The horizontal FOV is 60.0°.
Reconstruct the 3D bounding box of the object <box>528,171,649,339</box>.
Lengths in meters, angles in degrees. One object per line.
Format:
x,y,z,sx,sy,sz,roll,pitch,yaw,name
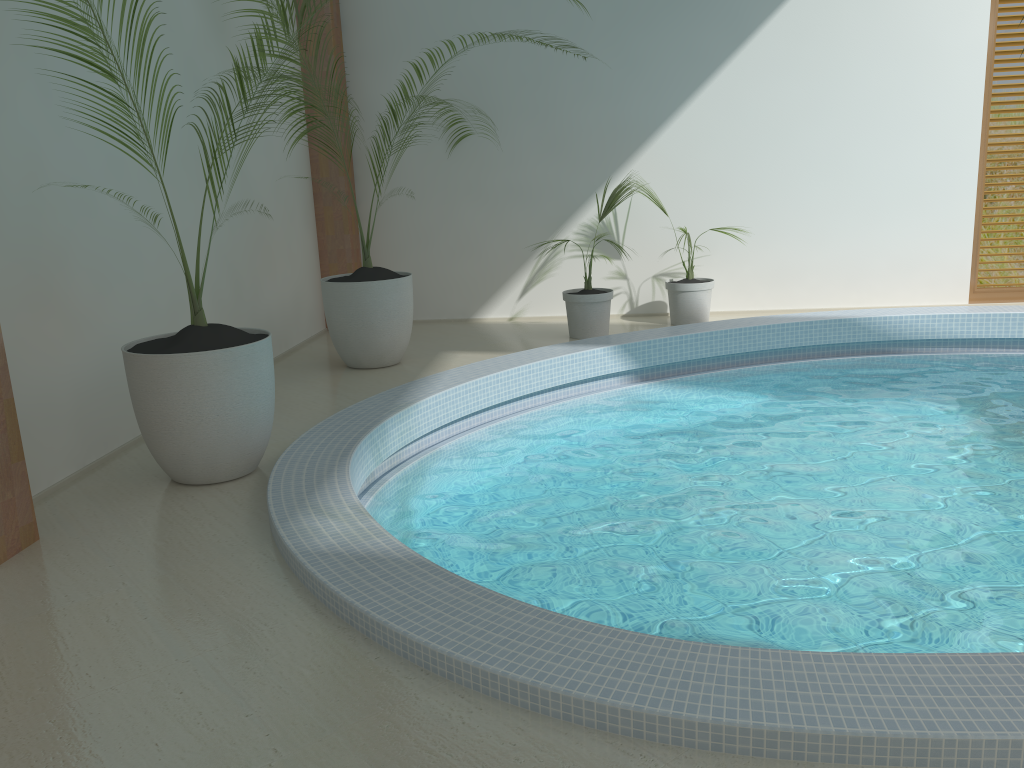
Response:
0.667,-1.021,7.056,1.067,1.310,0.822,-15,18,-42,object

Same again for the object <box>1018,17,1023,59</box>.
1.023,0.250,0.867,1.059,1.695,0.791,9,18,41,object

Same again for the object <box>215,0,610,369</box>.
-0.945,-1.629,6.349,2.729,2.960,2.979,-6,14,-13,object

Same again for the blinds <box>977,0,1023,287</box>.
6.108,-2.816,7.527,4.500,4.025,0.099,-1,14,6,blinds

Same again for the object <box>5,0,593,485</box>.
-1.384,-1.061,4.069,2.729,2.960,2.979,-10,15,-27,object

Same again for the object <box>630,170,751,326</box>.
1.461,-1.139,7.389,1.067,1.310,0.822,2,14,18,object
